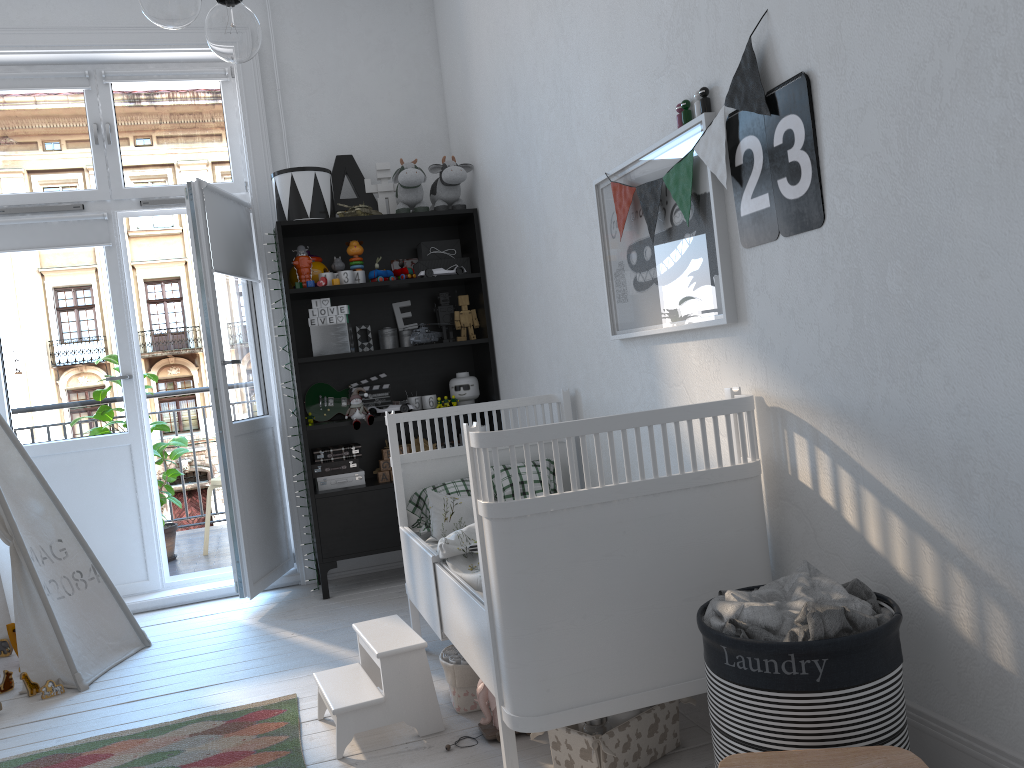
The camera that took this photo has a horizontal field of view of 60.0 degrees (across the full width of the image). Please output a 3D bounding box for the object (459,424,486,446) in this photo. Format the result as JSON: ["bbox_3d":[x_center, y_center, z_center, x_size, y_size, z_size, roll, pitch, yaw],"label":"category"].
[{"bbox_3d":[-0.158,0.297,4.272,0.132,0.199,0.267,-7,2,-16],"label":"object"}]

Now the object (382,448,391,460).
[{"bbox_3d":[-0.575,0.325,4.115,0.050,0.050,0.050,-7,2,-16],"label":"object"}]

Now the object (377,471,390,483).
[{"bbox_3d":[-0.594,0.428,4.097,0.050,0.050,0.050,-7,2,-16],"label":"object"}]

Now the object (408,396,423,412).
[{"bbox_3d":[-0.456,0.094,4.195,0.067,0.067,0.067,-7,2,-2],"label":"object"}]

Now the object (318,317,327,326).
[{"bbox_3d":[-0.856,-0.282,4.012,0.040,0.040,0.040,-7,2,-11],"label":"object"}]

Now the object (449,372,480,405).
[{"bbox_3d":[-0.229,0.024,4.266,0.139,0.162,0.139,-8,2,-41],"label":"object"}]

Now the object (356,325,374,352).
[{"bbox_3d":[-0.710,-0.216,4.273,0.070,0.135,0.028,-7,2,-16],"label":"object"}]

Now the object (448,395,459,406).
[{"bbox_3d":[-0.274,0.080,4.168,0.042,0.054,0.031,-6,2,29],"label":"object"}]

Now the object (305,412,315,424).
[{"bbox_3d":[-0.937,0.159,4.117,0.042,0.054,0.031,-7,2,-6],"label":"object"}]

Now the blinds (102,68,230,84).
[{"bbox_3d":[-1.640,-1.466,4.215,0.565,0.060,0.032,-7,2,-16],"label":"blinds"}]

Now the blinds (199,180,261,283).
[{"bbox_3d":[-1.266,-0.675,4.030,0.032,0.390,0.565,-7,2,4],"label":"blinds"}]

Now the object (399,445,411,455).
[{"bbox_3d":[-0.500,0.316,4.139,0.050,0.050,0.050,-7,2,4],"label":"object"}]

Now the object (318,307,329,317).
[{"bbox_3d":[-0.848,-0.324,4.003,0.040,0.040,0.040,-7,2,4],"label":"object"}]

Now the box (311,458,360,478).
[{"bbox_3d":[-0.827,0.386,4.121,0.215,0.062,0.179,-7,2,-16],"label":"box"}]

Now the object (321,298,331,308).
[{"bbox_3d":[-0.840,-0.365,4.002,0.040,0.040,0.040,-7,2,-6],"label":"object"}]

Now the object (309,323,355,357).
[{"bbox_3d":[-0.819,-0.199,4.043,0.170,0.138,0.124,-7,2,-1],"label":"object"}]

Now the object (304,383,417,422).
[{"bbox_3d":[-0.720,0.090,4.261,0.542,0.239,0.093,-7,2,-16],"label":"object"}]

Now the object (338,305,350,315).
[{"bbox_3d":[-0.759,-0.334,4.005,0.040,0.040,0.040,-6,2,9],"label":"object"}]

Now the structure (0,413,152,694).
[{"bbox_3d":[-2.103,0.247,3.289,1.142,1.750,1.143,-8,2,-40],"label":"structure"}]

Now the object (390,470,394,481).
[{"bbox_3d":[-0.538,0.421,4.113,0.050,0.050,0.050,-7,2,-11],"label":"object"}]

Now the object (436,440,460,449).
[{"bbox_3d":[-0.377,0.357,4.392,0.347,0.120,0.034,-7,2,-16],"label":"object"}]

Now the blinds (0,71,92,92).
[{"bbox_3d":[-2.230,-1.379,4.042,0.565,0.087,0.032,-7,2,-16],"label":"blinds"}]

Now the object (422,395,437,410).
[{"bbox_3d":[-0.387,0.087,4.167,0.067,0.067,0.067,-7,2,-2],"label":"object"}]

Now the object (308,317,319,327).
[{"bbox_3d":[-0.894,-0.278,4.003,0.040,0.040,0.040,-7,2,-1],"label":"object"}]

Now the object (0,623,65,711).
[{"bbox_3d":[-1.766,0.937,3.295,0.385,0.284,0.857,-7,2,-24],"label":"object"}]

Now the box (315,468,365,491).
[{"bbox_3d":[-0.801,0.444,4.128,0.215,0.062,0.179,-7,2,-16],"label":"box"}]

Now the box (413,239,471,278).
[{"bbox_3d":[-0.341,-0.595,4.290,0.251,0.189,0.179,-7,2,-16],"label":"box"}]

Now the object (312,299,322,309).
[{"bbox_3d":[-0.881,-0.360,4.001,0.040,0.040,0.040,-7,2,-11],"label":"object"}]

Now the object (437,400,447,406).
[{"bbox_3d":[-0.386,0.099,4.330,0.163,0.034,0.069,-7,2,-16],"label":"object"}]

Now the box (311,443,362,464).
[{"bbox_3d":[-0.816,0.323,4.126,0.215,0.062,0.179,-7,2,-16],"label":"box"}]

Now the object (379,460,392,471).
[{"bbox_3d":[-0.588,0.376,4.119,0.050,0.050,0.050,-7,2,-16],"label":"object"}]

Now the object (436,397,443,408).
[{"bbox_3d":[-0.337,0.089,4.126,0.031,0.054,0.042,-5,2,34],"label":"object"}]

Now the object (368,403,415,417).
[{"bbox_3d":[-0.564,0.119,4.123,0.230,0.048,0.098,-6,2,9],"label":"object"}]

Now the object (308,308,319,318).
[{"bbox_3d":[-0.894,-0.318,4.002,0.040,0.040,0.040,-7,2,-6],"label":"object"}]

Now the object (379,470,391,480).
[{"bbox_3d":[-0.595,0.426,4.153,0.050,0.050,0.050,-7,2,-16],"label":"object"}]

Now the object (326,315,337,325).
[{"bbox_3d":[-0.812,-0.287,4.005,0.040,0.040,0.040,-7,2,-1],"label":"object"}]

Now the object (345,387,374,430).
[{"bbox_3d":[-0.683,0.109,3.967,0.110,0.186,0.129,-8,2,-29],"label":"object"}]

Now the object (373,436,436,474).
[{"bbox_3d":[-0.500,0.347,4.263,0.337,0.186,0.111,-7,2,-1],"label":"object"}]

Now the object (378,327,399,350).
[{"bbox_3d":[-0.595,-0.217,4.271,0.095,0.110,0.095,-7,2,-12],"label":"object"}]

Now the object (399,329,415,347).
[{"bbox_3d":[-0.477,-0.221,4.218,0.078,0.091,0.246,-7,2,-22],"label":"object"}]

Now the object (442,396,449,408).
[{"bbox_3d":[-0.311,0.084,4.189,0.042,0.054,0.031,-7,2,-16],"label":"object"}]

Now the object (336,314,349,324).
[{"bbox_3d":[-0.766,-0.293,4.006,0.040,0.040,0.040,-6,2,14],"label":"object"}]

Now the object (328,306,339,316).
[{"bbox_3d":[-0.803,-0.329,4.004,0.040,0.040,0.040,-6,2,14],"label":"object"}]

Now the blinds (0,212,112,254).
[{"bbox_3d":[-2.150,-0.690,4.066,0.565,0.158,0.032,-7,2,-16],"label":"blinds"}]

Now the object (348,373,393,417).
[{"bbox_3d":[-0.677,0.054,4.246,0.200,0.199,0.048,-7,2,-16],"label":"object"}]
